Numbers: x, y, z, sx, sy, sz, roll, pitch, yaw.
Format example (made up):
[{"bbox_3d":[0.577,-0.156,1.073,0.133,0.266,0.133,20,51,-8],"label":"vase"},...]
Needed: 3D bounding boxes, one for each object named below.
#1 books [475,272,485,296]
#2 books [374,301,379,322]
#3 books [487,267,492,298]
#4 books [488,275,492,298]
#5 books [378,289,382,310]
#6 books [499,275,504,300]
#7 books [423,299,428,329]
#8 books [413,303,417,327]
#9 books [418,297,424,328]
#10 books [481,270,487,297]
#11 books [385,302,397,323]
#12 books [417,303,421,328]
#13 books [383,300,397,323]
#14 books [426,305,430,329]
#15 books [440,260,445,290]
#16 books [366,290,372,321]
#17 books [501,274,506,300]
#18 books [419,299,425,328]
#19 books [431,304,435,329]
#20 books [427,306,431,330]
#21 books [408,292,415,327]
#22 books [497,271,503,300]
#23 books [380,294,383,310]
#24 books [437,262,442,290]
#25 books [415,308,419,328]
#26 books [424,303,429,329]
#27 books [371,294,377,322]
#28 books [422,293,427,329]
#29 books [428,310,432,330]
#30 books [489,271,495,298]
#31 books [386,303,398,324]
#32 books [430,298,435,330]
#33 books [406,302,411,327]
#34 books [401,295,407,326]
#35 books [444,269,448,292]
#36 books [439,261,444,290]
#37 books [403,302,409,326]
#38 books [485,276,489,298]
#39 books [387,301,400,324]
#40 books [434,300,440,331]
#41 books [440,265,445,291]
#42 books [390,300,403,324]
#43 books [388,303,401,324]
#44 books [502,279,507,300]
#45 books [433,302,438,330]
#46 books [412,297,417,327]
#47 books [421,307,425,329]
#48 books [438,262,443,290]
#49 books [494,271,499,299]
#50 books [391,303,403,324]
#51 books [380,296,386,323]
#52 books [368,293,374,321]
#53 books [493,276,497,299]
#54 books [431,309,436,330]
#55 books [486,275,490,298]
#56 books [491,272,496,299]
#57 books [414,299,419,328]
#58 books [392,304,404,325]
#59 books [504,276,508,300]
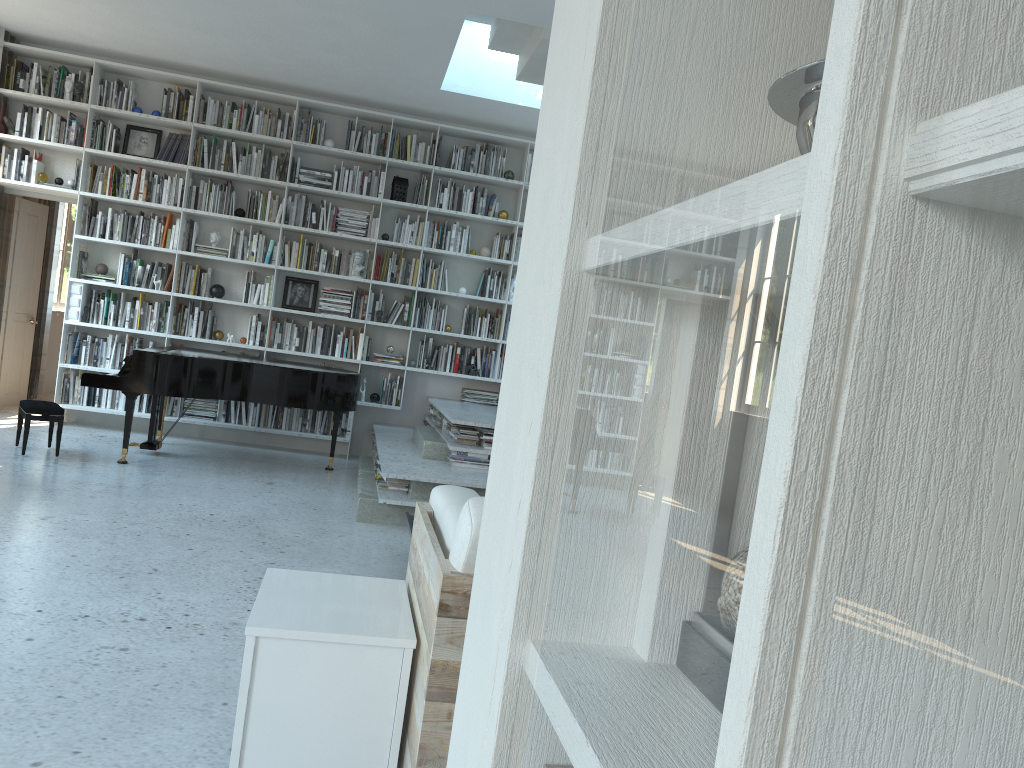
[{"bbox_3d":[-0.306,-0.933,8.381,0.056,0.241,0.153,8,3,-10],"label":"books"},{"bbox_3d":[-1.257,-0.668,8.212,0.027,0.192,0.182,8,2,-10],"label":"books"},{"bbox_3d":[-0.223,-0.951,8.397,0.013,0.295,0.153,8,3,-10],"label":"books"},{"bbox_3d":[-0.219,-0.917,8.402,0.007,0.230,0.146,8,3,-10],"label":"books"},{"bbox_3d":[-1.232,-0.723,8.228,0.013,0.307,0.141,8,3,-10],"label":"books"},{"bbox_3d":[-0.110,-0.910,8.414,0.013,0.245,0.158,8,3,-10],"label":"books"},{"bbox_3d":[-0.812,-0.654,8.296,0.005,0.284,0.159,8,3,-10],"label":"books"},{"bbox_3d":[-0.910,-0.639,8.291,0.012,0.226,0.147,8,3,-10],"label":"books"},{"bbox_3d":[-0.856,-0.666,8.297,0.018,0.295,0.177,8,3,-10],"label":"books"},{"bbox_3d":[-0.267,-0.941,8.381,0.021,0.264,0.174,8,3,-10],"label":"books"},{"bbox_3d":[-1.130,-0.664,8.252,0.088,0.220,0.138,8,3,-10],"label":"books"},{"bbox_3d":[-0.876,-0.641,8.309,0.011,0.239,0.136,8,3,-10],"label":"books"},{"bbox_3d":[-1.135,-0.667,8.232,0.095,0.228,0.190,8,2,-10],"label":"books"},{"bbox_3d":[-0.794,-0.622,8.294,0.011,0.226,0.188,8,2,-10],"label":"books"},{"bbox_3d":[-0.664,-1.015,8.350,0.011,0.300,0.088,8,3,-10],"label":"books"},{"bbox_3d":[-1.325,-0.725,8.220,0.012,0.285,0.159,8,3,-10],"label":"books"},{"bbox_3d":[-0.095,-0.911,8.399,0.011,0.253,0.169,8,3,-10],"label":"books"},{"bbox_3d":[-0.845,-0.658,8.298,0.006,0.281,0.155,8,3,-10],"label":"books"},{"bbox_3d":[-0.750,-0.628,8.327,0.007,0.247,0.153,8,3,-10],"label":"books"},{"bbox_3d":[-0.786,-0.618,8.308,0.013,0.218,0.160,8,2,-10],"label":"books"},{"bbox_3d":[-0.943,-0.693,8.274,0.014,0.325,0.182,8,3,-10],"label":"books"},{"bbox_3d":[-0.129,-0.926,8.388,0.012,0.274,0.183,8,3,-10],"label":"books"},{"bbox_3d":[-1.224,-0.702,8.240,0.012,0.266,0.157,8,3,-10],"label":"books"},{"bbox_3d":[-0.684,-1.001,8.299,0.006,0.270,0.178,8,3,-10],"label":"books"},{"bbox_3d":[-0.891,-0.617,8.299,0.015,0.188,0.168,8,2,-10],"label":"books"},{"bbox_3d":[-0.806,-0.636,8.301,0.013,0.249,0.165,8,3,-10],"label":"books"},{"bbox_3d":[-1.283,-0.703,8.225,0.028,0.253,0.142,8,3,-10],"label":"books"},{"bbox_3d":[-0.825,-0.686,8.316,0.007,0.342,0.149,8,3,-10],"label":"books"},{"bbox_3d":[-0.774,-0.600,8.307,0.013,0.186,0.183,8,2,-10],"label":"books"},{"bbox_3d":[-0.202,-0.931,8.388,0.018,0.263,0.165,8,3,-10],"label":"books"},{"bbox_3d":[-1.120,-0.656,8.240,0.089,0.210,0.175,8,2,-10],"label":"books"},{"bbox_3d":[-0.753,-0.653,8.305,0.014,0.297,0.175,8,3,-10],"label":"books"},{"bbox_3d":[-0.967,-0.647,8.275,0.021,0.226,0.148,8,3,-10],"label":"books"},{"bbox_3d":[-1.010,-0.683,8.275,0.013,0.286,0.138,8,3,-10],"label":"books"},{"bbox_3d":[-0.621,-0.960,8.299,0.051,0.210,0.176,8,2,-10],"label":"books"},{"bbox_3d":[-0.669,-1.007,8.307,0.013,0.287,0.158,8,3,-10],"label":"books"},{"bbox_3d":[-0.990,-0.648,8.260,0.029,0.223,0.170,8,2,-10],"label":"books"},{"bbox_3d":[-0.249,-0.911,8.379,0.006,0.210,0.188,8,2,-10],"label":"books"},{"bbox_3d":[-1.107,-0.663,8.263,0.095,0.226,0.144,8,3,-10],"label":"books"},{"bbox_3d":[-0.707,-0.641,8.336,0.006,0.285,0.159,8,3,-10],"label":"books"},{"bbox_3d":[-0.651,-0.988,8.319,0.007,0.254,0.160,8,3,-10],"label":"books"},{"bbox_3d":[-1.080,-0.667,8.261,0.094,0.239,0.149,8,3,-10],"label":"books"},{"bbox_3d":[-1.097,-0.654,8.260,0.090,0.212,0.143,8,3,-10],"label":"books"},{"bbox_3d":[-0.084,-0.890,8.419,0.023,0.212,0.164,8,2,-10],"label":"books"},{"bbox_3d":[-0.725,-0.634,8.317,0.012,0.267,0.183,8,3,-10],"label":"books"},{"bbox_3d":[-0.920,-0.677,8.299,0.014,0.299,0.147,8,3,-10],"label":"books"},{"bbox_3d":[-0.842,-0.619,8.309,0.013,0.204,0.153,8,2,-10],"label":"books"},{"bbox_3d":[-0.680,-1.002,8.305,0.006,0.274,0.167,8,3,-10],"label":"books"},{"bbox_3d":[-0.155,-0.931,8.406,0.032,0.275,0.154,8,3,-10],"label":"books"},{"bbox_3d":[-1.079,-0.654,8.271,0.090,0.215,0.139,8,3,-10],"label":"books"},{"bbox_3d":[-1.203,-0.690,8.245,0.035,0.248,0.140,8,3,-10],"label":"books"},{"bbox_3d":[-1.308,-0.712,8.224,0.024,0.263,0.154,8,3,-10],"label":"books"},{"bbox_3d":[-0.174,-0.908,8.388,0.012,0.224,0.178,8,2,-10],"label":"books"},{"bbox_3d":[-0.743,-0.605,8.327,0.013,0.203,0.167,8,2,-10],"label":"books"},{"bbox_3d":[-0.239,-0.914,8.381,0.013,0.219,0.187,8,2,-10],"label":"books"},{"bbox_3d":[-0.186,-0.927,8.392,0.015,0.259,0.152,8,3,-10],"label":"books"},{"bbox_3d":[-0.896,-0.657,8.285,0.010,0.267,0.157,8,3,-10],"label":"books"},{"bbox_3d":[-1.065,-0.646,8.263,0.091,0.205,0.169,8,2,-10],"label":"books"},{"bbox_3d":[-0.063,-0.903,8.412,0.010,0.246,0.158,8,3,-10],"label":"books"}]
